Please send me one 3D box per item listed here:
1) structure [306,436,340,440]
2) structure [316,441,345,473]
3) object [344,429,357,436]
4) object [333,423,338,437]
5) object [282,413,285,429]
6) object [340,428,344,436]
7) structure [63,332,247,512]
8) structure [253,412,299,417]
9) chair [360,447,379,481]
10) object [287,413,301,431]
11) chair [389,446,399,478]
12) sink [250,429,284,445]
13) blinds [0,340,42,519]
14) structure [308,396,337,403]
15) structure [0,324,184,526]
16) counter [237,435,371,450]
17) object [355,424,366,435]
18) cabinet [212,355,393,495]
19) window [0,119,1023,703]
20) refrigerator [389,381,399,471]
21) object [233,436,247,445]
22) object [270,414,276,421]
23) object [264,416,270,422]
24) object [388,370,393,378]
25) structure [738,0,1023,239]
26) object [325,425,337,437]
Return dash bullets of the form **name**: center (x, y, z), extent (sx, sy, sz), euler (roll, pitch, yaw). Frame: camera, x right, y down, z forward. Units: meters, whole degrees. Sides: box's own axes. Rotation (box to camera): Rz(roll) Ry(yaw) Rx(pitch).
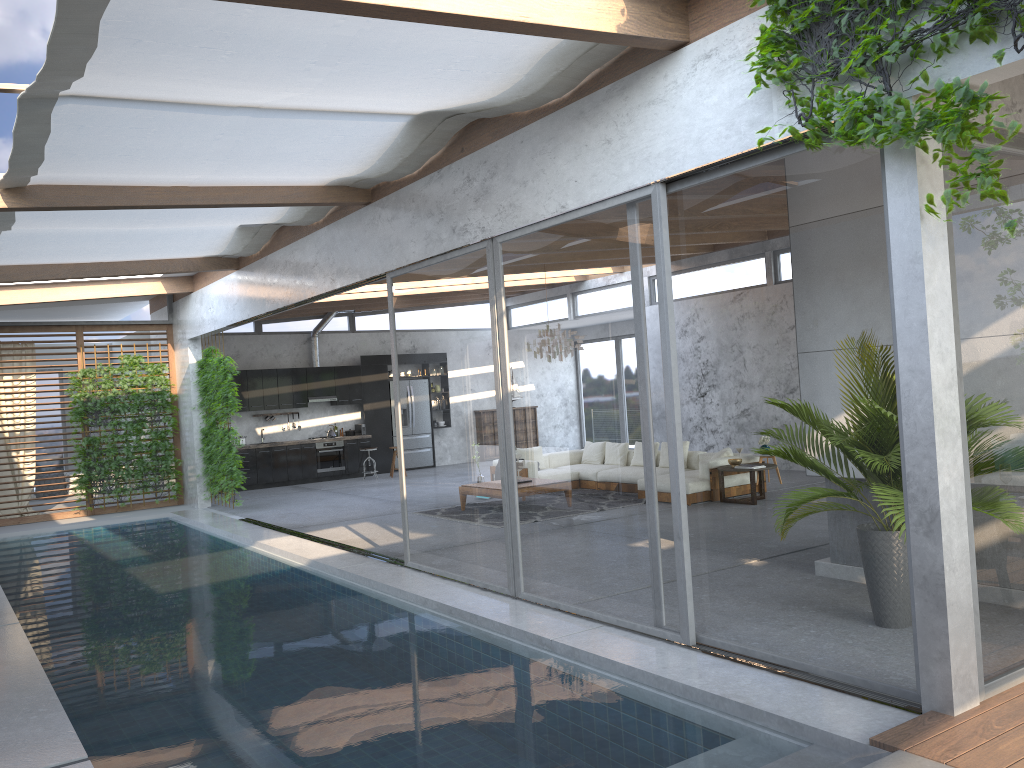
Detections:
- **structure**: center (-3.807, 1.088, 17.970), extent (0.605, 0.031, 0.496), euler (-3, -1, -34)
- **structure**: center (-3.771, 1.459, 17.950), extent (0.587, 0.588, 0.584), euler (-3, -1, -34)
- **object**: center (-3.362, 1.007, 18.435), extent (0.247, 0.141, 0.209), euler (-3, -1, -35)
- **object**: center (-3.639, 0.953, 18.361), extent (0.089, 0.282, 0.082), euler (-3, -1, -38)
- **object**: center (-4.580, 0.752, 17.761), extent (0.071, 0.325, 0.066), euler (-3, -1, -34)
- **object**: center (-3.547, 0.997, 18.444), extent (0.080, 0.183, 0.039), euler (-4, 0, -21)
- **structure**: center (-4.503, 0.531, 10.154), extent (2.739, 2.687, 10.282), euler (-4, 0, -17)
- **structure**: center (-4.699, 0.605, 17.701), extent (0.932, 0.046, 0.081), euler (-3, -1, -34)
- **chair**: center (-2.799, 1.564, 17.410), extent (0.354, 0.635, 0.354), euler (-4, 0, 0)
- **object**: center (-4.385, 0.762, 17.853), extent (0.282, 0.380, 0.070), euler (-3, -1, -33)
- **chair**: center (-2.281, 1.552, 17.744), extent (0.341, 0.594, 0.341), euler (-4, 0, -14)
- **sink**: center (-4.798, 1.131, 17.304), extent (0.526, 0.514, 0.514), euler (-3, -1, -34)
- **blinds**: center (-8.432, 0.768, 13.753), extent (2.087, 2.898, 0.692), euler (-3, -1, -30)
- **structure**: center (-3.917, 0.310, 18.067), extent (0.599, 0.104, 0.368), euler (-3, -1, -34)
- **structure**: center (-7.496, 0.622, 13.961), extent (4.313, 3.079, 0.085), euler (-3, -1, -34)
- **counter**: center (-4.629, 1.181, 17.414), extent (3.805, 0.061, 0.607), euler (-3, -1, -34)
- **object**: center (-3.169, 0.952, 18.509), extent (0.088, 0.226, 0.351), euler (-3, -1, -34)
- **cabinet**: center (-3.802, 0.700, 18.017), extent (5.901, 2.502, 0.709), euler (-3, -1, -35)
- **window**: center (-0.128, -0.204, 12.004), extent (14.294, 3.764, 23.280), euler (-3, -1, -34)
- **refrigerator**: center (-2.339, 0.887, 19.392), extent (0.943, 1.916, 0.852), euler (-3, -1, -34)
- **object**: center (-5.356, 1.096, 17.185), extent (0.405, 0.200, 0.147), euler (-3, -1, -32)
- **object**: center (-4.755, 0.669, 17.634), extent (0.117, 0.139, 0.093), euler (-4, 0, -17)
- **object**: center (-4.850, 0.675, 17.580), extent (0.117, 0.139, 0.093), euler (-3, -1, -32)
- **object**: center (-2.555, -0.219, 19.048), extent (0.208, 0.174, 0.186), euler (-4, 0, 7)
- **structure**: center (1.532, -1.551, 3.632), extent (0.918, 2.054, 1.822), euler (-3, -1, -37)
- **object**: center (-3.675, 0.946, 18.003), extent (0.222, 0.235, 0.222), euler (-3, -1, -44)
